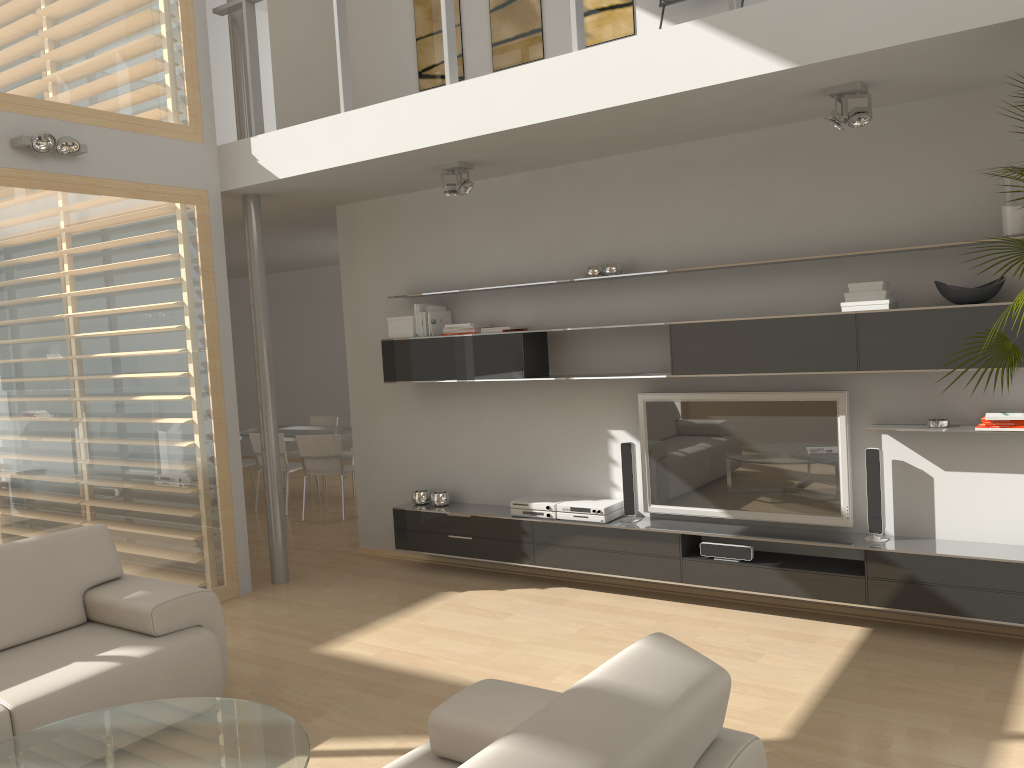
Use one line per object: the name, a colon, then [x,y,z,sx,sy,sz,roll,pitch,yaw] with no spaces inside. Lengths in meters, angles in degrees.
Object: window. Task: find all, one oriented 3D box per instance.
window: [-2.858,-2.647,4.596,0.020,2.200,2.525,-1,4,35]
window: [-2.687,0.193,4.767,0.020,2.500,2.525,-1,4,35]

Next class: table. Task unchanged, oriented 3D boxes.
table: [-2.075,0.859,9.319,2.199,0.746,0.900,-1,4,35]
table: [-1.224,1.396,2.738,1.198,0.370,1.198,-6,4,-38]

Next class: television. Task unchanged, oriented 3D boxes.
television: [1.313,0.409,5.104,1.224,0.735,0.096,-1,4,35]

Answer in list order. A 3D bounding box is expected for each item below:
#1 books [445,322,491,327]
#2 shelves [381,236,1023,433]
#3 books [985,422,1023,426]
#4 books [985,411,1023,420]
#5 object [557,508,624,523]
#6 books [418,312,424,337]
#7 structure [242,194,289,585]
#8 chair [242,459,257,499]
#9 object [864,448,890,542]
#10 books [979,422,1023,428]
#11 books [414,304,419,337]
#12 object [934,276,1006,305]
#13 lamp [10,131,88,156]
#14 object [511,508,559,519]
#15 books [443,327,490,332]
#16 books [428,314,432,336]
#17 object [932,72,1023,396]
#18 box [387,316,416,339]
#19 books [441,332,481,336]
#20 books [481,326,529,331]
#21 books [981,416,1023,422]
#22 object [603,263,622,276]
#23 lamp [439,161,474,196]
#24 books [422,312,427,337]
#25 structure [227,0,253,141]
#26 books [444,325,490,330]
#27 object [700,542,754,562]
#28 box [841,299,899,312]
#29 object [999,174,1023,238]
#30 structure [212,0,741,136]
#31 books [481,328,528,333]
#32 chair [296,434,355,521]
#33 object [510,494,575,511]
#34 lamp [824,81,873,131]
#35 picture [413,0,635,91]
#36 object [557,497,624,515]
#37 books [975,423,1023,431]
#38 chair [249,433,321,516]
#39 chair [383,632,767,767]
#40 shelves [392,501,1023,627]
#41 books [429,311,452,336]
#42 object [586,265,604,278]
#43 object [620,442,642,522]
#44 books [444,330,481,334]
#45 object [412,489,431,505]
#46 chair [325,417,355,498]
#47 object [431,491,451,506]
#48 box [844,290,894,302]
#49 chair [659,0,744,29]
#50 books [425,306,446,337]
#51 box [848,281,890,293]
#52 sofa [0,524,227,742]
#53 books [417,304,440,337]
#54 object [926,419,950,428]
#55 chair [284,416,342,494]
books: [-0.295,-0.400,5.994,0.227,0.017,0.230,-1,4,30]
shelves: [0.911,-0.203,5.193,4.236,0.914,0.300,-1,4,35]
books: [2.407,0.180,4.235,0.254,0.015,0.190,-1,4,31]
books: [2.390,0.150,4.232,0.227,0.017,0.230,-1,4,30]
object: [0.494,0.820,5.592,0.349,0.049,0.250,-1,4,35]
books: [-0.564,-0.418,6.195,0.027,0.169,0.230,-1,4,35]
structure: [-1.710,0.050,6.167,0.121,2.700,0.122,-2,4,23]
chair: [-2.857,0.874,9.347,0.455,0.807,0.501,0,5,45]
object: [1.904,0.575,4.642,0.111,0.483,0.116,0,5,41]
books: [2.398,0.193,4.241,0.268,0.011,0.190,-1,4,36]
books: [-0.598,-0.446,6.217,0.017,0.227,0.230,-1,4,35]
object: [2.211,-0.446,4.280,0.317,0.125,0.223,-3,4,13]
lamp: [-2.520,-1.309,4.867,0.183,0.110,0.360,-1,4,35]
object: [0.198,0.826,5.789,0.349,0.049,0.262,-1,4,35]
books: [-0.308,-0.368,5.994,0.254,0.015,0.190,-1,4,31]
books: [-0.510,-0.412,6.154,0.009,0.156,0.207,-1,4,35]
object: [1.975,0.057,2.645,0.983,2.668,2.706,-3,4,15]
box: [-0.715,-0.403,6.267,0.232,0.149,0.232,-1,4,35]
books: [-0.294,-0.343,5.988,0.297,0.013,0.210,-1,4,35]
books: [-0.043,-0.366,5.826,0.230,0.017,0.227,-1,4,35]
books: [2.401,0.164,4.241,0.254,0.015,0.190,-1,4,36]
object: [0.613,-0.697,5.392,0.115,0.081,0.115,-2,4,15]
lamp: [-0.332,-1.245,5.422,0.214,0.195,0.150,-1,4,35]
books: [-0.537,-0.419,6.186,0.027,0.169,0.230,-1,4,35]
structure: [-1.881,-2.790,5.996,0.121,2.400,0.122,-2,4,23]
books: [-0.304,-0.383,5.987,0.254,0.015,0.190,-1,4,36]
object: [1.217,0.942,4.990,0.300,0.092,0.085,-1,4,35]
box: [1.837,-0.402,4.548,0.232,0.047,0.232,-1,4,35]
object: [2.375,-0.835,4.180,0.129,0.291,0.129,-3,3,7]
structure: [0.295,-2.070,4.376,5.400,0.900,0.080,-1,4,35]
books: [-0.050,-0.350,5.837,0.190,0.015,0.254,0,5,41]
chair: [-1.726,0.858,8.488,0.455,0.807,0.501,-3,4,15]
object: [0.195,0.777,5.786,0.349,0.049,0.262,-1,4,35]
lamp: [1.562,-1.280,4.122,0.214,0.195,0.150,-1,4,35]
picture: [-0.012,-2.973,5.723,1.684,1.800,0.010,-1,4,35]
object: [0.488,0.772,5.585,0.349,0.049,0.262,-1,4,35]
books: [2.396,0.205,4.244,0.296,0.013,0.210,-1,4,35]
chair: [-2.284,0.866,8.922,0.455,0.807,0.501,-1,4,30]
chair: [-0.123,1.131,2.042,1.165,0.846,1.562,-1,4,35]
shelves: [0.983,0.991,5.265,4.236,0.312,0.300,-1,4,35]
books: [-0.490,-0.420,6.156,0.023,0.169,0.230,-1,4,35]
object: [0.517,-0.698,5.510,0.115,0.081,0.115,-2,4,15]
object: [0.722,0.597,5.448,0.111,0.483,0.116,-1,4,31]
books: [-0.298,-0.355,5.991,0.268,0.011,0.190,-1,4,36]
object: [-0.653,0.818,6.408,0.143,0.091,0.143,-5,4,-23]
chair: [-1.734,0.786,9.703,0.455,0.807,0.501,-1,4,35]
object: [-0.506,0.816,6.308,0.143,0.091,0.143,-5,4,-23]
box: [1.833,-0.449,4.548,0.200,0.047,0.200,-1,4,35]
chair: [0.987,-2.097,4.755,0.628,0.825,0.537,-1,4,35]
books: [-0.525,-0.438,6.160,0.021,0.210,0.207,-1,4,35]
box: [1.830,-0.496,4.544,0.168,0.047,0.168,-1,4,35]
sofa: [-2.283,1.171,3.543,1.168,0.846,2.093,-1,4,35]
books: [-0.579,-0.447,6.212,0.017,0.227,0.230,-1,4,35]
object: [2.139,0.197,4.453,0.105,0.035,0.106,-5,4,-20]
chair: [-2.268,0.796,10.060,0.455,0.807,0.501,-1,4,35]
